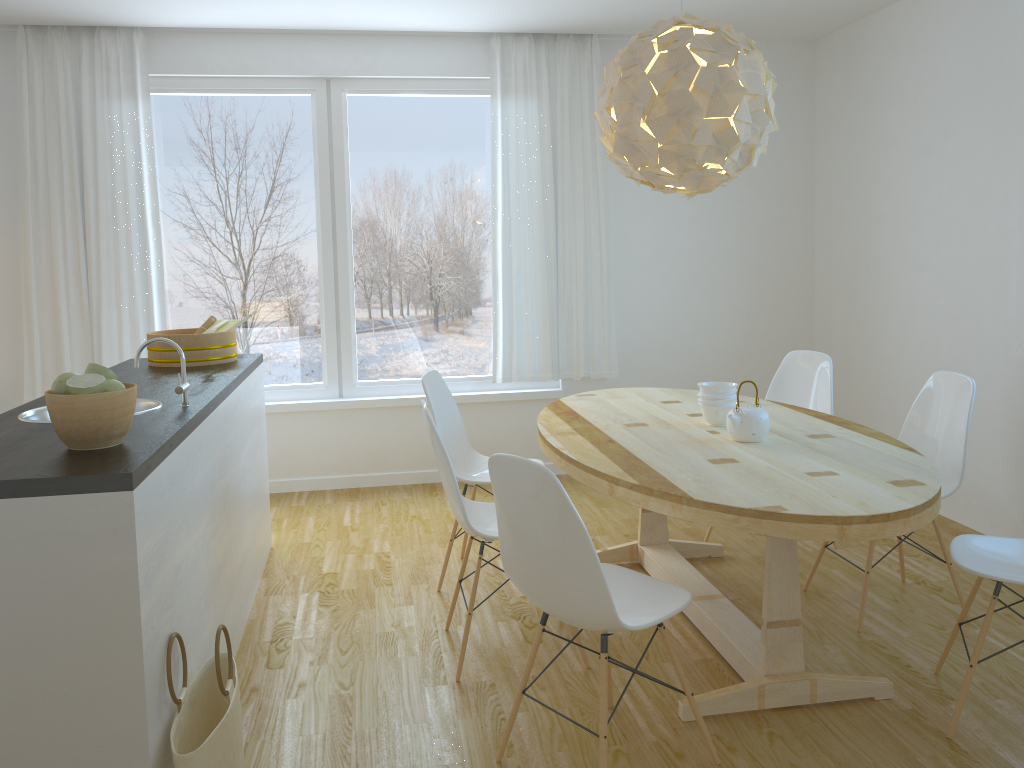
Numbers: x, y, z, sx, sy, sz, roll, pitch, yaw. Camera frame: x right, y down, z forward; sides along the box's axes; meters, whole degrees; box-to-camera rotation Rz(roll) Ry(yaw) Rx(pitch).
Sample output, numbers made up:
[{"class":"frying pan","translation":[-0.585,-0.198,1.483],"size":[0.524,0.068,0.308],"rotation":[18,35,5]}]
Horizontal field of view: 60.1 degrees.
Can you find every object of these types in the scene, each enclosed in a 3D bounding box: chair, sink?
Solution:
[{"class":"chair","translation":[-0.097,0.390,3.821],"size":[0.523,0.896,0.432],"rotation":[0,6,11]},{"class":"chair","translation":[0.224,0.595,2.366],"size":[0.525,0.896,0.431],"rotation":[-6,7,-39]},{"class":"sink","translation":[-1.281,0.153,2.712],"size":[0.404,0.156,0.406],"rotation":[4,9,32]},{"class":"chair","translation":[1.467,0.412,3.413],"size":[0.523,0.896,0.432],"rotation":[-2,6,-9]},{"class":"chair","translation":[1.225,0.312,4.135],"size":[0.524,0.896,0.431],"rotation":[-5,7,-34]},{"class":"chair","translation":[1.537,0.534,2.568],"size":[0.523,0.896,0.432],"rotation":[1,6,21]}]

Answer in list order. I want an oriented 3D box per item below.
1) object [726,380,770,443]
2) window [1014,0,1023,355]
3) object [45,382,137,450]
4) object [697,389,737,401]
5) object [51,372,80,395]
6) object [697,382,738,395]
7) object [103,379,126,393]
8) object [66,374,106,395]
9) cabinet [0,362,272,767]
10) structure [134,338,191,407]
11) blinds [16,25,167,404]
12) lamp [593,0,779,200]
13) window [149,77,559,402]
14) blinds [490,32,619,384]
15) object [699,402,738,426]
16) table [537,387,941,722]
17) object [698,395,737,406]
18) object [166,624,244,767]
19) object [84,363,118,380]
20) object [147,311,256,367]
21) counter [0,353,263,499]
[{"class":"object","translation":[0.810,0.092,3.090],"size":[0.177,0.210,0.148],"rotation":[-2,6,-10]},{"class":"window","translation":[1.206,-0.491,2.785],"size":[2.549,2.042,1.891],"rotation":[-2,7,-9]},{"class":"object","translation":[-1.029,0.081,2.177],"size":[0.206,0.141,0.206],"rotation":[5,10,42]},{"class":"object","translation":[0.784,0.067,3.382],"size":[0.150,0.095,0.153],"rotation":[0,7,8]},{"class":"object","translation":[-1.078,0.019,2.175],"size":[0.086,0.098,0.102],"rotation":[0,7,12]},{"class":"object","translation":[0.786,0.039,3.381],"size":[0.152,0.086,0.153],"rotation":[1,8,19]},{"class":"object","translation":[-0.998,0.030,2.190],"size":[0.081,0.085,0.098],"rotation":[-8,9,-44]},{"class":"object","translation":[-1.015,0.013,2.112],"size":[0.086,0.065,0.084],"rotation":[-1,7,3]},{"class":"cabinet","translation":[-1.288,0.525,3.062],"size":[0.601,0.904,2.416],"rotation":[-2,8,-9]},{"class":"structure","translation":[-1.075,-0.032,2.703],"size":[0.162,0.214,0.097],"rotation":[-2,5,-9]},{"class":"blinds","translation":[-2.379,-0.960,4.947],"size":[0.795,2.148,0.151],"rotation":[-2,5,-10]},{"class":"lamp","translation":[0.622,-1.226,3.167],"size":[0.647,1.129,0.642],"rotation":[-2,6,-10]},{"class":"window","translation":[-1.074,-0.870,5.367],"size":[2.727,1.908,0.089],"rotation":[-3,5,-9]},{"class":"blinds","translation":[0.251,-1.085,5.370],"size":[0.795,2.148,0.151],"rotation":[-2,5,-9]},{"class":"object","translation":[0.791,0.114,3.384],"size":[0.152,0.082,0.153],"rotation":[3,9,30]},{"class":"table","translation":[0.723,0.532,3.313],"size":[1.194,0.721,2.204],"rotation":[-3,8,-10]},{"class":"object","translation":[0.787,0.091,3.384],"size":[0.151,0.092,0.153],"rotation":[3,9,30]},{"class":"object","translation":[-0.345,0.804,2.442],"size":[1.192,0.499,0.473],"rotation":[-6,8,-31]},{"class":"object","translation":[-1.040,-0.020,2.236],"size":[0.077,0.071,0.074],"rotation":[1,7,16]},{"class":"object","translation":[-1.421,-0.208,3.980],"size":[0.378,0.213,0.432],"rotation":[1,8,19]},{"class":"counter","translation":[-1.299,0.055,3.023],"size":[0.601,0.040,2.416],"rotation":[-3,8,-9]}]
